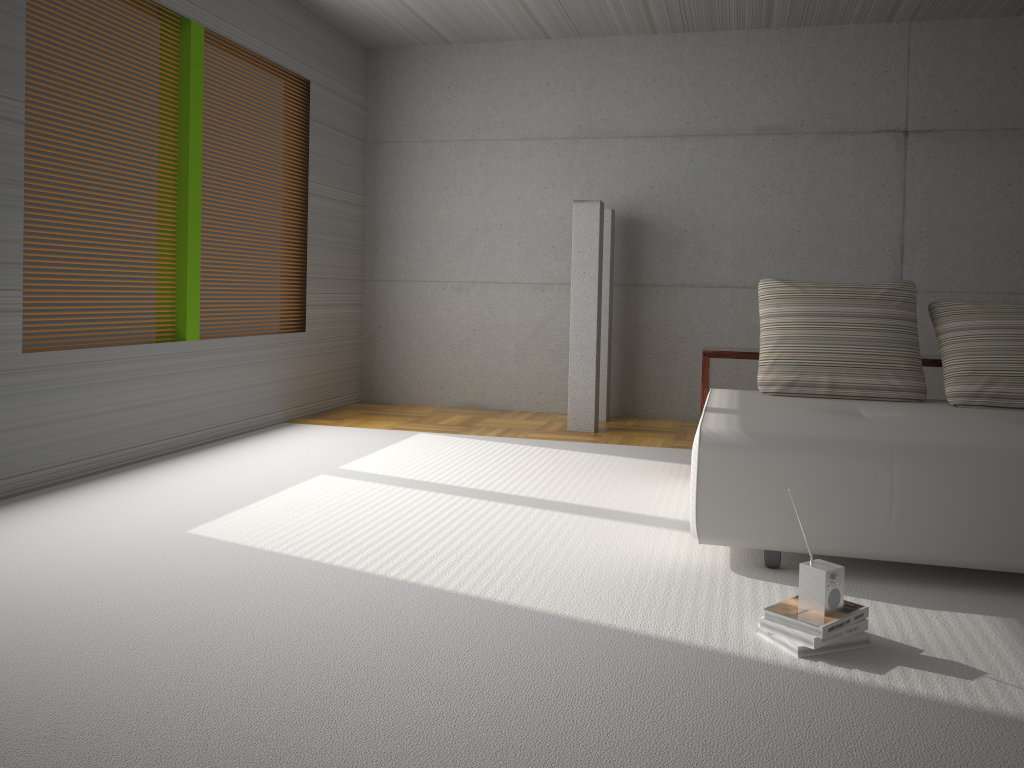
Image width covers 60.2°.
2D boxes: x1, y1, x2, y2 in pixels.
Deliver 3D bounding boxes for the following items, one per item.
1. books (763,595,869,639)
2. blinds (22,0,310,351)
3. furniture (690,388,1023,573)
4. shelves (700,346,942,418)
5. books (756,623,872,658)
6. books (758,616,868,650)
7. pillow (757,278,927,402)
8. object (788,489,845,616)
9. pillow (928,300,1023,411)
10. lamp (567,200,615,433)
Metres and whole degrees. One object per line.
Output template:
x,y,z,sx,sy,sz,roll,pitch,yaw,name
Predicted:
0.896,0.675,2.604,0.265,0.032,0.190,-4,8,-41,books
-2.026,-1.176,5.372,0.012,2.039,3.544,2,5,14,blinds
1.903,0.398,3.777,2.170,0.520,1.618,3,6,14,furniture
2.166,0.209,4.735,2.252,0.714,0.401,3,3,14,shelves
0.887,0.738,2.605,0.264,0.032,0.190,-1,6,-21,books
0.888,0.707,2.605,0.265,0.032,0.190,-3,7,-36,books
1.678,-0.238,4.540,0.801,0.608,0.491,2,3,14,pillow
0.871,0.480,2.564,0.185,0.365,0.090,0,2,-35,object
2.492,-0.142,4.280,0.807,0.516,0.580,3,4,15,pillow
0.620,-0.528,6.816,0.200,1.688,0.799,2,2,14,lamp
